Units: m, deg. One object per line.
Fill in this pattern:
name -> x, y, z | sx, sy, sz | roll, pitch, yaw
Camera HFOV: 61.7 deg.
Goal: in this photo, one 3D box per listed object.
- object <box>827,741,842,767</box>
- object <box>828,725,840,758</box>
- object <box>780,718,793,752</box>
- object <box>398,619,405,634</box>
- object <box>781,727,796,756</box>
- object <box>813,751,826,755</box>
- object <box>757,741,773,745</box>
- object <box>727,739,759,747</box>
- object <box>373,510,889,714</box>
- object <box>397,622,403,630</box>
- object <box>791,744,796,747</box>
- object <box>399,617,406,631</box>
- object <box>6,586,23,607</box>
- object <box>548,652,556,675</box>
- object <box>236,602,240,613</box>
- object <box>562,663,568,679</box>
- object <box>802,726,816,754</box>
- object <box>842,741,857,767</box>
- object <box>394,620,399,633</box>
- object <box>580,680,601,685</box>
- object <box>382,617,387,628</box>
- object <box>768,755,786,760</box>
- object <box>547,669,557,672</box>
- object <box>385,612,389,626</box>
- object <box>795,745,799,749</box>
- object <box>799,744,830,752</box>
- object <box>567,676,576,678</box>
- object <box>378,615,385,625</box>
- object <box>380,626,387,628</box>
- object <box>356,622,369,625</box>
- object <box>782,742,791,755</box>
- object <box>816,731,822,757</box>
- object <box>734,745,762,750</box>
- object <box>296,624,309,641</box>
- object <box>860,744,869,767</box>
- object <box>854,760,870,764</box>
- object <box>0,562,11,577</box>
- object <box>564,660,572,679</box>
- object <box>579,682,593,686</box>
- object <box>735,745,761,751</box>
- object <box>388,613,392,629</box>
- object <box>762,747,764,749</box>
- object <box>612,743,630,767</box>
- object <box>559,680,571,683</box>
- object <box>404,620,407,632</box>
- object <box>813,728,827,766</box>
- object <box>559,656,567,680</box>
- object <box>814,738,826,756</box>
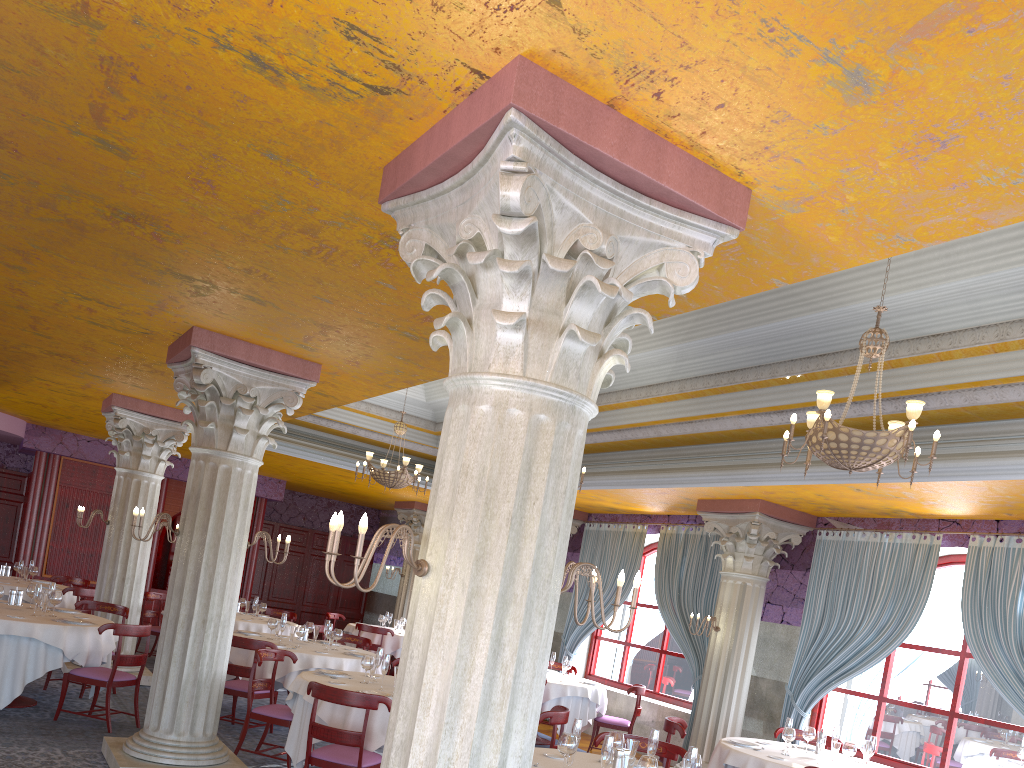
object -> 2.937, 3.381, 7.807 | 0.084, 0.236, 0.088 | 9, -1, 39
object -> 3.198, 3.549, 8.495 | 0.074, 0.334, 0.074 | 10, 0, 5
object -> 2.680, 3.422, 8.351 | 0.074, 0.334, 0.074 | 10, 0, 5
object -> -2.068, 4.528, 15.992 | 0.120, 0.263, 0.125 | 9, -2, 28
object -> 2.612, 3.388, 8.115 | 0.124, 0.263, 0.121 | 10, -2, -17
object -> 3.134, 3.755, 8.711 | 0.137, 0.010, 0.031 | 6, -13, 15
object -> 2.571, 3.659, 8.718 | 0.160, 0.009, 0.161 | 13, -14, -11
object -> 2.246, 3.496, 8.327 | 0.322, 0.024, 0.313 | 18, -16, -30
object -> 3.276, 3.440, 10.826 | 2.142, 3.567, 29.104 | 11, -13, -30
object -> -2.145, 4.619, 16.466 | 0.070, 0.210, 0.149 | 10, -3, 39
object -> 2.937, 3.768, 8.924 | 0.054, 0.019, 0.267 | 6, -14, 18
object -> -2.156, 4.710, 16.785 | 0.125, 0.263, 0.120 | 11, -2, -40
object -> -5.200, 2.220, 8.976 | 0.070, 0.210, 0.149 | 10, -3, 39
object -> 0.595, 4.135, 12.682 | 0.075, 0.334, 0.072 | 10, 1, -40
object -> -4.345, 3.491, 13.481 | 0.070, 0.210, 0.149 | 10, -3, 39
object -> 0.747, 4.112, 12.285 | 0.084, 0.236, 0.088 | 9, -1, 39
object -> 2.959, 3.559, 8.558 | 0.125, 0.263, 0.120 | 11, -2, -40
object -> 3.047, 3.377, 7.764 | 0.124, 0.263, 0.121 | 10, -2, -17
object -> -2.178, 4.533, 16.034 | 0.084, 0.236, 0.088 | 9, -1, 39
object -> 1.117, 4.259, 12.187 | 0.322, 0.024, 0.313 | 18, -16, -30
object -> -2.463, 4.587, 16.452 | 0.084, 0.236, 0.088 | 9, -1, 39
object -> 2.407, 3.396, 7.777 | 0.160, 0.009, 0.161 | 13, -14, -11
object -> 0.543, 4.386, 13.099 | 0.322, 0.024, 0.313 | 18, -16, -30
object -> -2.435, 4.574, 16.578 | 0.074, 0.334, 0.074 | 10, 0, 5
object -> 2.973, 3.782, 8.918 | 0.022, 0.003, 0.262 | 7, -14, 14
object -> 3.146, 3.800, 8.912 | 0.322, 0.024, 0.313 | 18, -16, -30
object -> 0.895, 4.366, 12.742 | 0.157, 0.009, 0.165 | 5, -14, 18
object -> -2.503, 4.539, 16.342 | 0.124, 0.263, 0.121 | 10, -2, -17
object -> -2.544, 4.810, 16.945 | 0.160, 0.009, 0.161 | 13, -14, -11
object -> -2.870, 4.648, 16.554 | 0.322, 0.024, 0.313 | 18, -16, -30
object -> 2.652, 3.435, 8.224 | 0.084, 0.236, 0.088 | 9, -1, 39
object -> 3.064, 3.580, 8.516 | 0.086, 0.236, 0.085 | 10, -1, -6
object -> 2.233, 3.444, 8.115 | 0.254, 0.019, 0.057 | 6, -13, 17
object -> -2.603, 3.099, 10.680 | 0.070, 0.210, 0.149 | 10, -3, 39
object -> 3.350, 3.526, 8.098 | 0.084, 0.236, 0.088 | 9, -1, 39
object -> 3.498, 3.780, 8.555 | 0.160, 0.009, 0.161 | 13, -14, -11
object -> -10.077, 1.737, 12.464 | 5.683, 1.194, 0.352 | 11, 0, -4
object -> 0.791, 4.134, 12.395 | 0.120, 0.263, 0.125 | 9, -2, 28
object -> 1.055, 4.211, 12.013 | 0.230, 0.013, 0.028 | 7, -12, 13
object -> 2.238, 3.463, 8.153 | 0.251, 0.003, 0.023 | 7, -14, 12
object -> -2.295, 4.468, 16.053 | 0.074, 0.334, 0.074 | 10, 0, 5
object -> 2.443, 3.536, 8.317 | 0.029, 0.010, 0.144 | 6, -14, 17
object -> 0.689, 2.358, 5.385 | 0.070, 0.210, 0.149 | 10, -3, 39
object -> 0.731, 4.103, 11.801 | 0.157, 0.009, 0.164 | 8, -14, 9
object -> -2.051, 4.732, 16.743 | 0.086, 0.236, 0.085 | 10, -1, -6
object -> 2.820, 3.316, 7.826 | 0.074, 0.334, 0.074 | 10, 0, 5
object -> 0.735, 4.029, 12.157 | 0.074, 0.334, 0.074 | 10, 0, 5
object -> 2.971, 3.467, 8.239 | 0.070, 0.210, 0.149 | 10, -3, 39
